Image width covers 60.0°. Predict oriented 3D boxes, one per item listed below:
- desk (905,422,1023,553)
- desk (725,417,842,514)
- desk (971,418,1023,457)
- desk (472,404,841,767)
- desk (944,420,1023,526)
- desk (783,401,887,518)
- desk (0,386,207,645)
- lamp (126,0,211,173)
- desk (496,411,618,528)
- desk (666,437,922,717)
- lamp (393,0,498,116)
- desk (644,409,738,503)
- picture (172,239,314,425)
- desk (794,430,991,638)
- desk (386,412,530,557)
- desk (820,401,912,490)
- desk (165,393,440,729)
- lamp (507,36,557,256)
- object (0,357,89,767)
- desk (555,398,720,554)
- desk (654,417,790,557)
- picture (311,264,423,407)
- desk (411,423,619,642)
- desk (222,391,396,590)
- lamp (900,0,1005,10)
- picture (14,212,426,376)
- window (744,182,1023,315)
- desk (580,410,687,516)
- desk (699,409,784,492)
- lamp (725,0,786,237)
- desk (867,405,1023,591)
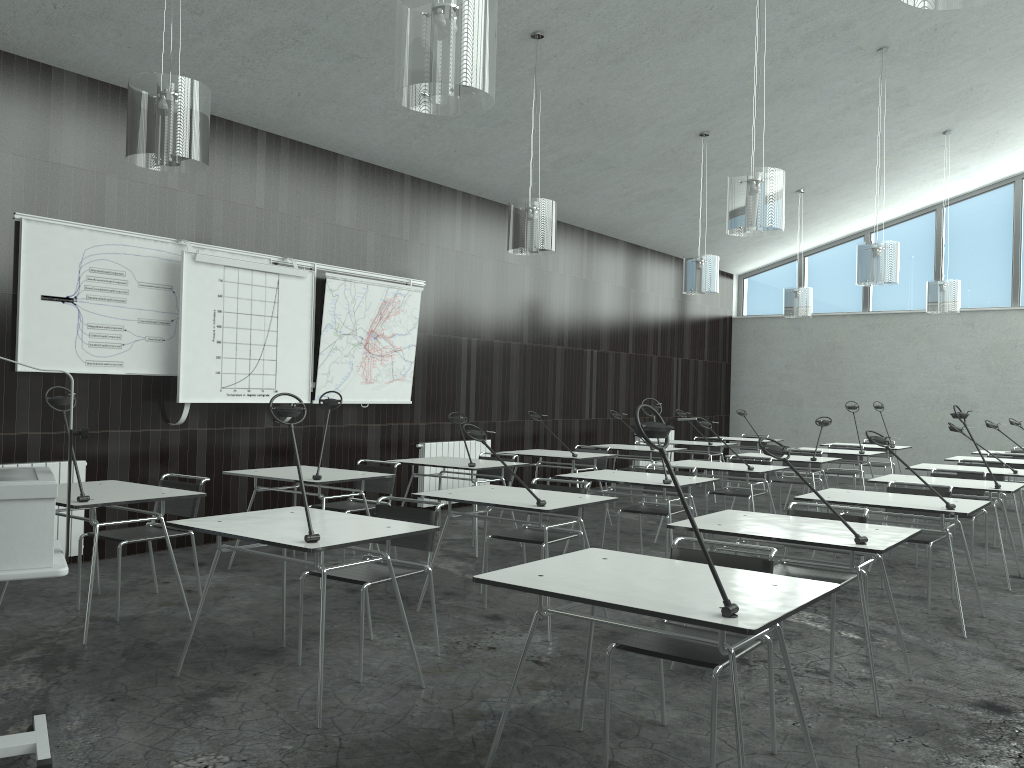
[{"bbox_3d":[3.842,0.933,7.414,0.900,1.153,0.700,1,-1,36],"label":"desk"},{"bbox_3d":[2.551,0.908,8.337,0.900,1.153,0.700,1,-1,35],"label":"desk"},{"bbox_3d":[5.600,0.996,9.741,0.900,1.153,0.700,1,-1,36],"label":"desk"},{"bbox_3d":[0.440,0.726,2.708,0.900,1.321,0.700,1,-1,37],"label":"desk"},{"bbox_3d":[4.737,0.965,8.581,0.900,1.153,0.700,1,-1,37],"label":"desk"},{"bbox_3d":[3.453,0.856,9.500,0.900,1.321,0.700,1,-1,36],"label":"desk"},{"bbox_3d":[-2.147,0.675,4.579,0.900,1.321,0.700,1,-1,36],"label":"desk"},{"bbox_3d":[-1.578,-2.018,4.129,0.350,1.761,0.359,1,-1,36],"label":"lamp"},{"bbox_3d":[0.408,0.852,8.134,0.900,1.153,0.700,1,-1,35],"label":"desk"},{"bbox_3d":[1.233,0.839,3.884,0.900,1.153,0.700,1,-1,36],"label":"desk"},{"bbox_3d":[-0.209,-2.265,3.133,0.350,2.307,0.359,1,-1,36],"label":"lamp"},{"bbox_3d":[2.107,0.913,10.466,0.900,1.153,0.700,1,-1,35],"label":"desk"},{"bbox_3d":[-2.055,-0.408,6.771,0.254,1.508,1.191,1,-1,36],"label":"picture"},{"bbox_3d":[2.160,0.872,5.043,0.900,1.153,0.700,1,-1,37],"label":"desk"},{"bbox_3d":[-0.427,0.821,6.931,0.900,1.153,0.700,1,-1,36],"label":"desk"},{"bbox_3d":[4.271,0.886,10.708,0.900,1.321,0.700,1,-1,36],"label":"desk"},{"bbox_3d":[-0.859,0.700,3.647,0.900,1.321,0.700,1,-1,36],"label":"desk"},{"bbox_3d":[0.165,-1.955,6.511,0.350,1.761,0.359,1,-1,36],"label":"lamp"},{"bbox_3d":[-1.679,0.513,2.708,0.680,1.639,0.559,2,-1,-30],"label":"object"},{"bbox_3d":[0.851,0.762,6.024,0.900,1.321,0.700,1,-1,36],"label":"desk"},{"bbox_3d":[1.690,0.877,7.183,0.900,1.153,0.700,1,-1,36],"label":"desk"},{"bbox_3d":[-1.271,-0.439,7.907,0.163,1.342,1.211,1,-1,36],"label":"picture"},{"bbox_3d":[0.013,0.815,4.800,0.900,1.153,0.700,1,-1,36],"label":"desk"},{"bbox_3d":[-1.323,0.705,5.788,0.900,1.321,0.700,1,-1,35],"label":"desk"},{"bbox_3d":[1.147,-2.509,2.148,0.350,2.848,0.359,1,-1,36],"label":"lamp"},{"bbox_3d":[-1.973,-0.598,7.060,0.050,1.102,3.818,1,-1,36],"label":"picture"},{"bbox_3d":[6.775,-2.690,12.895,7.052,3.041,0.010,1,-1,36],"label":"window"},{"bbox_3d":[1.275,0.883,9.299,0.900,1.153,0.700,1,-1,36],"label":"desk"},{"bbox_3d":[3.006,0.945,11.642,0.900,1.153,0.700,1,-1,36],"label":"desk"},{"bbox_3d":[1.534,-2.202,5.515,0.350,2.307,0.359,1,-1,36],"label":"lamp"},{"bbox_3d":[3.037,0.819,6.196,0.900,1.321,0.700,1,-1,36],"label":"desk"}]
